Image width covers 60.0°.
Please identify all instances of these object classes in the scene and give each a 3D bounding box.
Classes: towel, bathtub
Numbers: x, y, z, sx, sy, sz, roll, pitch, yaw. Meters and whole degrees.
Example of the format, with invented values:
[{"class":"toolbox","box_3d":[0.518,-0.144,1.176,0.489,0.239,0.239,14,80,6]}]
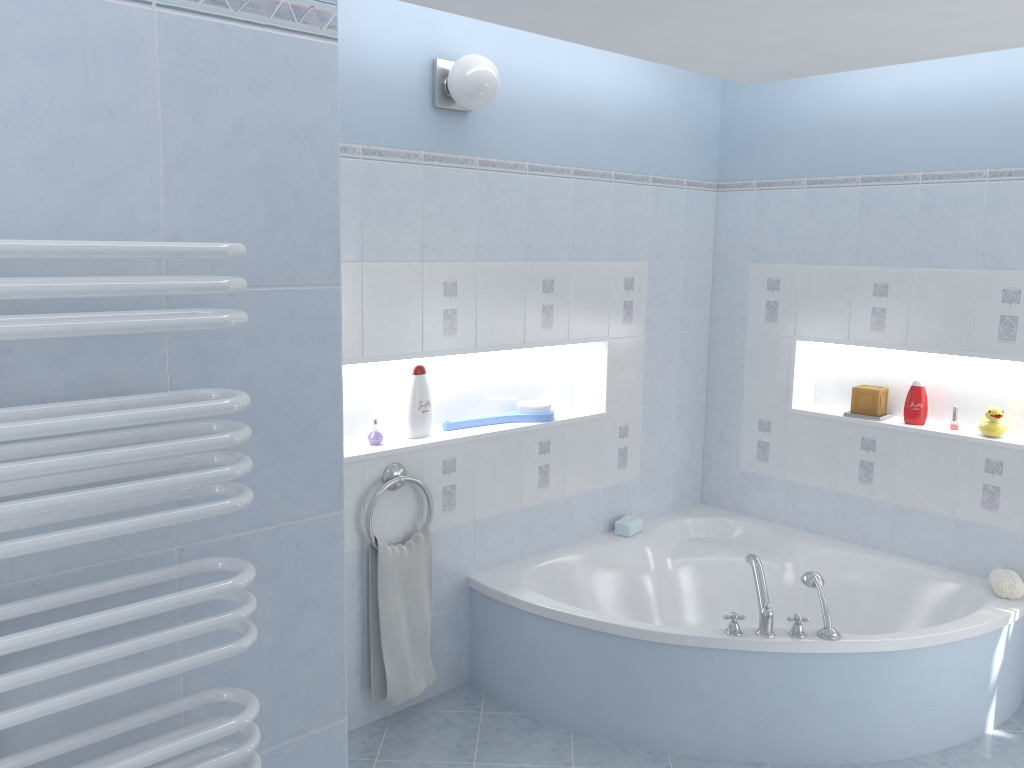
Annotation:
[{"class":"towel","box_3d":[-0.384,0.833,3.209,0.101,0.634,0.280,10,12,44]},{"class":"bathtub","box_3d":[0.913,0.906,3.469,1.578,0.670,1.596,-7,12,-42]}]

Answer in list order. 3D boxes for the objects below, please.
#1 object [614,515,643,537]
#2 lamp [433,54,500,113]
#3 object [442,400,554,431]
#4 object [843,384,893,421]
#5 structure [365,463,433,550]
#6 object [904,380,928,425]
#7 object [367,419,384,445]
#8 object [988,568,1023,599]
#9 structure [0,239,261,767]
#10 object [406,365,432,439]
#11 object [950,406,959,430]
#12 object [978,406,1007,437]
[{"class":"object","box_3d":[0.529,0.645,4.027,0.081,0.059,0.128,7,11,33]},{"class":"lamp","box_3d":[-0.143,-1.035,3.049,0.180,0.180,0.216,-7,12,-42]},{"class":"object","box_3d":[-0.066,0.124,3.656,0.534,0.065,0.172,-4,10,-28]},{"class":"object","box_3d":[1.576,0.078,3.912,0.160,0.130,0.160,9,12,41]},{"class":"structure","box_3d":[-0.405,0.448,3.168,0.291,0.332,0.051,-7,12,-42]},{"class":"object","box_3d":[1.707,0.078,3.743,0.092,0.190,0.044,4,9,21]},{"class":"object","box_3d":[-0.493,0.172,3.205,0.059,0.094,0.059,9,12,41]},{"class":"object","box_3d":[1.885,0.761,3.378,0.105,0.077,0.165,4,9,18]},{"class":"structure","box_3d":[-0.537,0.291,0.975,0.524,0.950,0.138,-7,12,-42]},{"class":"object","box_3d":[-0.350,0.064,3.339,0.063,0.276,0.134,7,11,35]},{"class":"object","box_3d":[1.826,0.140,3.657,0.030,0.096,0.030,4,9,18]},{"class":"object","box_3d":[1.915,0.148,3.533,0.095,0.122,0.132,3,9,12]}]
